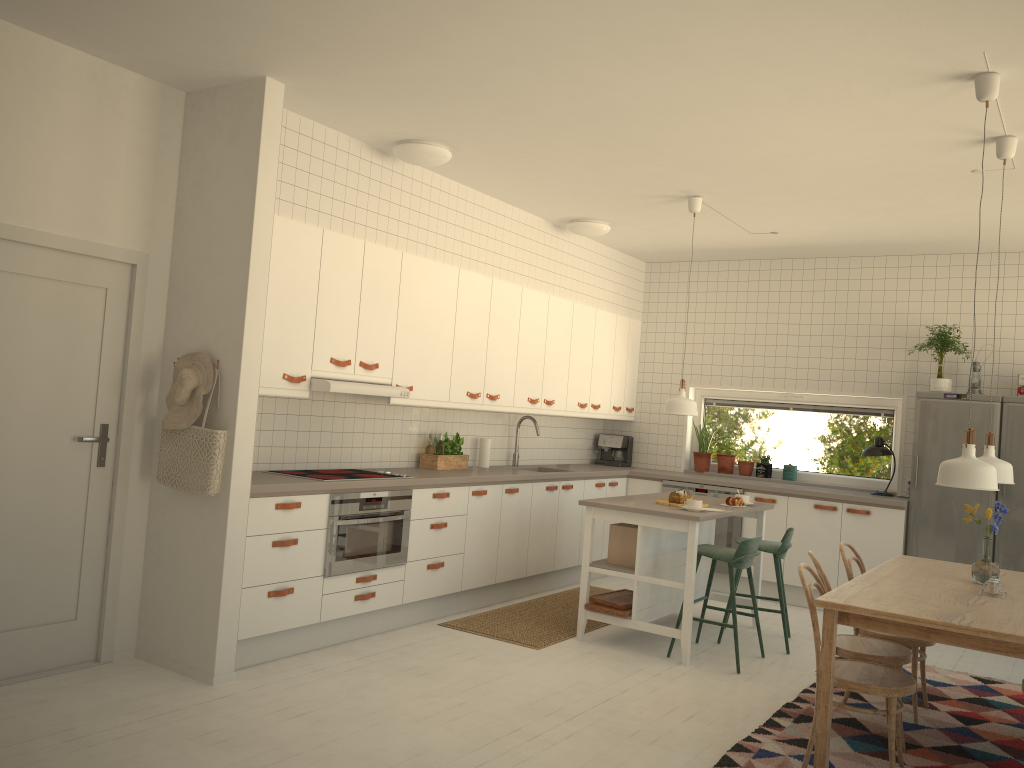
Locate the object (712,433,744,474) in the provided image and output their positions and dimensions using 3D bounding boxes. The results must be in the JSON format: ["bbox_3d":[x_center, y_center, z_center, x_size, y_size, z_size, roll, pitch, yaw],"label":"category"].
[{"bbox_3d":[1.956,0.632,8.066,0.234,0.370,0.258,6,-3,-45],"label":"object"}]

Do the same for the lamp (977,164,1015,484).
[{"bbox_3d":[2.350,-0.325,4.296,0.229,1.596,0.229,5,-2,-11],"label":"lamp"}]

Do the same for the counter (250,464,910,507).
[{"bbox_3d":[0.735,0.769,5.856,2.857,0.163,4.842,3,-2,33],"label":"counter"}]

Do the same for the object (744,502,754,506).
[{"bbox_3d":[1.565,0.813,6.041,0.160,0.020,0.160,3,-2,30],"label":"object"}]

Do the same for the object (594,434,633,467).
[{"bbox_3d":[0.940,0.628,8.413,0.316,0.292,0.279,3,-2,34],"label":"object"}]

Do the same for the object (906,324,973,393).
[{"bbox_3d":[3.275,-0.201,6.746,0.467,0.545,0.474,6,-2,-43],"label":"object"}]

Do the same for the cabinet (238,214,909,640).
[{"bbox_3d":[0.763,0.372,5.871,2.853,2.160,4.842,3,-2,33],"label":"cabinet"}]

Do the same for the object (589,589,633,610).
[{"bbox_3d":[0.707,1.359,5.610,0.281,0.030,0.430,3,-2,42],"label":"object"}]

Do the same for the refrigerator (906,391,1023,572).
[{"bbox_3d":[3.592,0.984,6.550,1.146,1.778,0.559,3,-2,33],"label":"refrigerator"}]

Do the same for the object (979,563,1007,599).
[{"bbox_3d":[2.074,0.838,3.816,0.095,0.138,0.154,3,-2,33],"label":"object"}]

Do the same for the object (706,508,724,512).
[{"bbox_3d":[1.233,0.780,5.495,0.167,0.005,0.167,3,-2,29],"label":"object"}]

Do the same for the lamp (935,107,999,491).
[{"bbox_3d":[1.882,-0.380,3.579,0.229,1.596,0.229,5,-2,-22],"label":"lamp"}]

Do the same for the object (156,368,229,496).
[{"bbox_3d":[-1.543,0.223,4.308,0.439,0.613,0.093,3,-2,33],"label":"object"}]

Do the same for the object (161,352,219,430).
[{"bbox_3d":[-1.588,0.031,4.310,0.335,0.385,0.136,3,-2,33],"label":"object"}]

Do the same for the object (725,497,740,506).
[{"bbox_3d":[1.456,0.779,5.890,0.070,0.060,0.131,5,-2,-19],"label":"object"}]

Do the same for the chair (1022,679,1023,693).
[{"bbox_3d":[2.357,1.260,3.616,0.483,0.811,0.385,3,-2,31],"label":"chair"}]

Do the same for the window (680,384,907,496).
[{"bbox_3d":[2.459,0.465,7.820,1.898,0.816,0.293,3,-2,33],"label":"window"}]

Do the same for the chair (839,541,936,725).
[{"bbox_3d":[1.926,1.254,4.580,0.483,0.811,0.385,3,-2,36],"label":"chair"}]

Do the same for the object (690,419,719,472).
[{"bbox_3d":[1.779,0.560,8.171,0.300,0.499,0.333,4,-2,16],"label":"object"}]

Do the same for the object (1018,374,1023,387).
[{"bbox_3d":[3.889,-0.014,6.436,0.307,0.082,0.312,6,-2,-44],"label":"object"}]

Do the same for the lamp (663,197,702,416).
[{"bbox_3d":[1.174,-0.537,5.906,0.230,1.491,0.229,3,-2,34],"label":"lamp"}]

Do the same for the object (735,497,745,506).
[{"bbox_3d":[1.510,0.783,5.894,0.060,0.059,0.074,4,-2,3],"label":"object"}]

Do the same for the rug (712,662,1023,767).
[{"bbox_3d":[2.138,1.665,4.033,1.749,0.035,3.024,3,-2,33],"label":"rug"}]

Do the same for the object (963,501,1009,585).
[{"bbox_3d":[2.198,0.730,4.097,0.144,0.389,0.206,5,-2,-5],"label":"object"}]

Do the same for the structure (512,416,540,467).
[{"bbox_3d":[0.117,0.466,7.184,0.236,0.421,0.063,3,-3,41],"label":"structure"}]

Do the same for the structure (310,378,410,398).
[{"bbox_3d":[-1.007,0.019,5.286,0.482,0.073,0.680,3,-2,33],"label":"structure"}]

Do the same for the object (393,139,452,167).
[{"bbox_3d":[-0.531,-1.351,5.247,0.351,0.101,0.351,5,-2,-15],"label":"object"}]

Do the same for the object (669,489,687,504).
[{"bbox_3d":[1.051,0.711,5.623,0.086,0.087,0.090,3,-2,41],"label":"object"}]

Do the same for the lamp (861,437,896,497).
[{"bbox_3d":[2.937,0.656,7.124,0.262,0.465,0.239,5,-2,-28],"label":"lamp"}]

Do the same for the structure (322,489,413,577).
[{"bbox_3d":[-1.074,0.825,5.257,0.704,0.447,0.682,3,-2,33],"label":"structure"}]

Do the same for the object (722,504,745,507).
[{"bbox_3d":[1.471,0.807,5.894,0.120,0.005,0.122,6,-2,-39],"label":"object"}]

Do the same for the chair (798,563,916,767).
[{"bbox_3d":[1.424,1.191,3.702,0.483,0.811,0.385,3,-2,31],"label":"chair"}]

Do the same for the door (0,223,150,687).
[{"bbox_3d":[-2.207,0.327,4.047,0.166,2.033,0.955,3,-2,33],"label":"door"}]

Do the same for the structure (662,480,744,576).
[{"bbox_3d":[1.751,1.223,7.738,0.706,0.710,0.703,3,-2,33],"label":"structure"}]

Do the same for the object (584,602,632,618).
[{"bbox_3d":[0.677,1.385,5.536,0.281,0.030,0.430,3,-2,33],"label":"object"}]

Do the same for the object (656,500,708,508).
[{"bbox_3d":[1.088,0.767,5.675,0.306,0.019,0.237,6,-2,-40],"label":"object"}]

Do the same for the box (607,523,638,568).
[{"bbox_3d":[0.801,1.019,5.649,0.237,0.242,0.357,3,-2,34],"label":"box"}]

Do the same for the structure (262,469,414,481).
[{"bbox_3d":[-1.015,0.544,5.233,0.504,0.057,0.763,3,-2,33],"label":"structure"}]

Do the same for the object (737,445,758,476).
[{"bbox_3d":[2.109,0.690,7.934,0.194,0.277,0.176,4,-2,0],"label":"object"}]

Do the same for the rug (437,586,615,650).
[{"bbox_3d":[0.385,1.604,6.234,0.750,0.004,1.999,3,-2,33],"label":"rug"}]

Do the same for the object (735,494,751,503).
[{"bbox_3d":[1.568,0.787,6.044,0.094,0.060,0.098,3,-2,30],"label":"object"}]

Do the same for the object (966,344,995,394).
[{"bbox_3d":[3.480,-0.107,6.611,0.154,0.383,0.163,6,-2,-34],"label":"object"}]

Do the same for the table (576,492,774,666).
[{"bbox_3d":[1.100,1.217,5.869,0.794,0.864,1.423,3,-2,33],"label":"table"}]

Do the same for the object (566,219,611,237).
[{"bbox_3d":[0.600,-1.217,6.980,0.351,0.101,0.351,5,-2,-15],"label":"object"}]

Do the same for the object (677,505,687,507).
[{"bbox_3d":[1.063,0.750,5.427,0.132,0.011,0.027,5,-2,-17],"label":"object"}]

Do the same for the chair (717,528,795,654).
[{"bbox_3d":[1.622,1.310,5.833,0.446,0.752,0.485,4,-2,18],"label":"chair"}]

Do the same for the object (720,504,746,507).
[{"bbox_3d":[1.469,0.809,5.890,0.167,0.005,0.167,3,-2,29],"label":"object"}]

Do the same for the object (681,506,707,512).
[{"bbox_3d":[1.105,0.760,5.384,0.160,0.020,0.160,4,-2,-1],"label":"object"}]

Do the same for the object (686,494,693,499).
[{"bbox_3d":[1.113,0.731,5.677,0.083,0.057,0.072,3,-2,39],"label":"object"}]

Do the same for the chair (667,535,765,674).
[{"bbox_3d":[1.256,1.268,5.337,0.446,0.752,0.485,3,-2,33],"label":"chair"}]

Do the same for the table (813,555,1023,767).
[{"bbox_3d":[1.994,1.279,3.893,0.894,0.749,1.797,3,-2,33],"label":"table"}]

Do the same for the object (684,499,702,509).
[{"bbox_3d":[1.105,0.732,5.385,0.098,0.064,0.094,5,-2,-8],"label":"object"}]

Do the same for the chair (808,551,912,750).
[{"bbox_3d":[1.620,1.219,4.173,0.483,0.811,0.385,4,-2,16],"label":"chair"}]

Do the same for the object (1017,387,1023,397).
[{"bbox_3d":[3.883,0.069,6.430,0.309,0.082,0.312,4,-2,13],"label":"object"}]

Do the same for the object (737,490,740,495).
[{"bbox_3d":[1.561,0.771,6.065,0.028,0.086,0.102,5,-2,-16],"label":"object"}]
